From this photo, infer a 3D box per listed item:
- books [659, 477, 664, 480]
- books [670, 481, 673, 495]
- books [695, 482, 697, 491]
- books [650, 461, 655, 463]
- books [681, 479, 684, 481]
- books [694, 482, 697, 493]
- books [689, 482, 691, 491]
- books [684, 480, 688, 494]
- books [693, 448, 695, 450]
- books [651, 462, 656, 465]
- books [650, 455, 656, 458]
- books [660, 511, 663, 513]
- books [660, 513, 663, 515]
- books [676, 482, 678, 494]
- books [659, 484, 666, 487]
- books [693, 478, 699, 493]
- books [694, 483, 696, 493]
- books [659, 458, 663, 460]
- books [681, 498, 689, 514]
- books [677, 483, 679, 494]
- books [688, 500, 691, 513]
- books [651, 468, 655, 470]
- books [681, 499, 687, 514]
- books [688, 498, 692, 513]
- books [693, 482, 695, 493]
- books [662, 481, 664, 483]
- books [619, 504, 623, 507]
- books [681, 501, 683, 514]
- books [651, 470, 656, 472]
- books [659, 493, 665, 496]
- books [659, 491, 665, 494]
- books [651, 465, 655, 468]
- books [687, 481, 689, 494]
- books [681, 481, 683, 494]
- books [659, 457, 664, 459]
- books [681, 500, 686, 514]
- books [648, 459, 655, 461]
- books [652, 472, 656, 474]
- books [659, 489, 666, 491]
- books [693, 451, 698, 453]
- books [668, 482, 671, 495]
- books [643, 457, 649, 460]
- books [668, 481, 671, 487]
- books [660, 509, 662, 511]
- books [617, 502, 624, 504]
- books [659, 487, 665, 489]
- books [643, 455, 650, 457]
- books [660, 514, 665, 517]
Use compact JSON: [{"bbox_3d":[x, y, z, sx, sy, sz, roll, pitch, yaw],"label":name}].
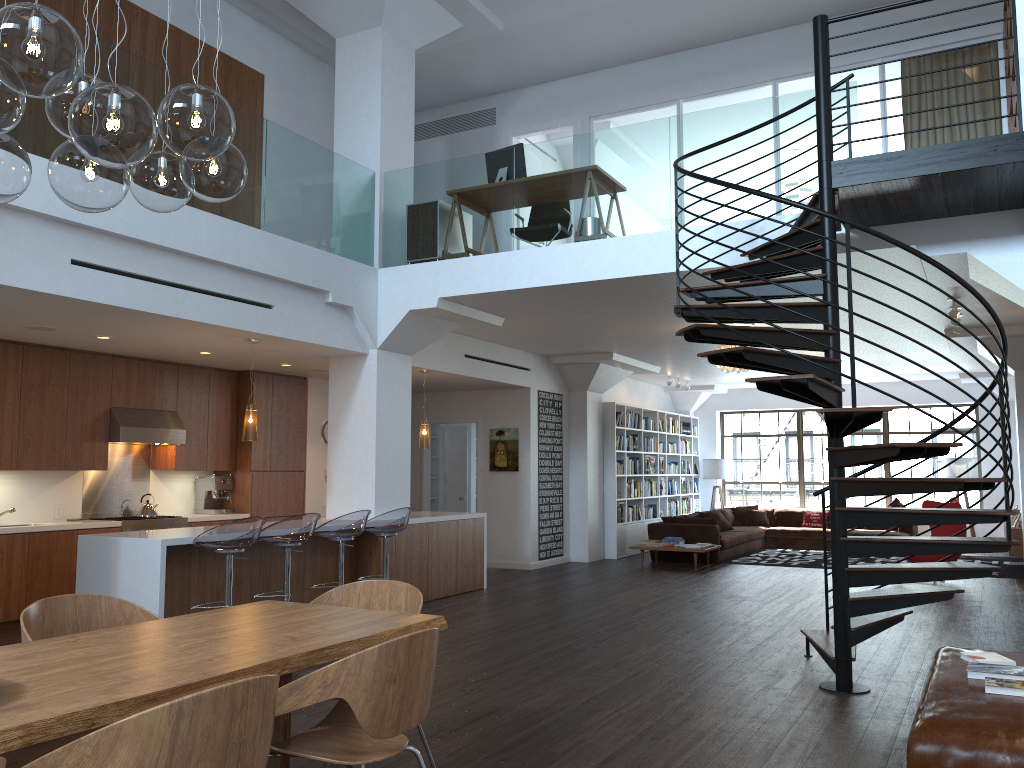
[{"bbox_3d":[2.599,1.684,15.781,0.185,0.041,0.129,-5,-8,42],"label":"books"},{"bbox_3d":[2.829,1.893,16.150,0.182,0.253,0.098,-3,-6,28],"label":"books"},{"bbox_3d":[3.563,2.050,17.523,0.161,0.213,0.146,-3,-6,28],"label":"books"},{"bbox_3d":[2.380,1.352,15.433,0.161,0.033,0.223,-3,-6,28],"label":"books"},{"bbox_3d":[3.130,1.812,16.763,0.223,0.031,0.161,-3,-6,28],"label":"books"},{"bbox_3d":[3.545,2.044,17.476,0.161,0.213,0.118,-3,-6,28],"label":"books"},{"bbox_3d":[3.378,2.008,17.192,0.168,0.228,0.139,-3,-6,28],"label":"books"},{"bbox_3d":[3.273,1.976,16.997,0.183,0.253,0.042,-3,-6,28],"label":"books"},{"bbox_3d":[3.496,1.288,17.543,0.144,0.025,0.204,3,-7,-32],"label":"books"},{"bbox_3d":[2.383,1.387,15.421,0.183,0.042,0.253,-3,-6,28],"label":"books"},{"bbox_3d":[2.397,1.264,15.445,0.129,0.043,0.185,-5,-8,42],"label":"books"},{"bbox_3d":[2.533,2.263,15.731,0.254,0.032,0.174,-4,-7,33],"label":"books"},{"bbox_3d":[2.536,2.296,15.723,0.284,0.033,0.197,-1,-6,13],"label":"books"},{"bbox_3d":[2.985,1.926,16.463,0.159,0.248,0.089,-3,-6,28],"label":"books"},{"bbox_3d":[2.586,1.805,15.784,0.253,0.040,0.183,-3,-6,28],"label":"books"},{"bbox_3d":[3.613,2.018,17.615,0.176,0.290,0.053,-3,-6,28],"label":"books"},{"bbox_3d":[3.522,2.038,17.445,0.161,0.218,0.101,-3,-6,28],"label":"books"},{"bbox_3d":[2.552,1.337,15.730,0.223,0.031,0.161,-3,-6,28],"label":"books"},{"bbox_3d":[3.310,2.333,16.997,0.140,0.298,0.044,-3,-6,28],"label":"books"},{"bbox_3d":[3.006,1.942,16.485,0.161,0.222,0.084,-3,-6,28],"label":"books"},{"bbox_3d":[3.358,2.371,17.123,0.171,0.246,0.057,-3,-6,28],"label":"books"},{"bbox_3d":[2.359,1.473,15.414,0.180,0.042,0.259,-3,-6,28],"label":"books"},{"bbox_3d":[3.230,2.331,16.912,0.198,0.284,0.066,-3,-6,28],"label":"books"},{"bbox_3d":[3.395,2.356,17.199,0.176,0.290,0.053,-3,-6,28],"label":"books"},{"bbox_3d":[3.498,2.024,17.389,0.172,0.235,0.112,-3,-6,28],"label":"books"},{"bbox_3d":[2.609,1.741,15.769,0.161,0.026,0.223,-2,-6,18],"label":"books"},{"bbox_3d":[1.628,1.904,13.930,0.174,0.045,0.240,-2,-6,18],"label":"books"},{"bbox_3d":[3.128,2.325,16.695,0.183,0.253,0.036,-3,-6,28],"label":"books"},{"bbox_3d":[2.382,1.512,15.402,0.160,0.039,0.251,-4,-7,33],"label":"books"},{"bbox_3d":[2.581,1.963,15.765,0.246,0.038,0.171,-3,-6,28],"label":"books"},{"bbox_3d":[2.580,1.926,15.772,0.251,0.037,0.160,-4,-7,33],"label":"books"},{"bbox_3d":[2.378,1.430,15.424,0.168,0.045,0.231,-2,-6,23],"label":"books"},{"bbox_3d":[3.320,1.986,17.086,0.160,0.251,0.039,-3,-6,28],"label":"books"},{"bbox_3d":[3.139,1.950,16.736,0.174,0.251,0.051,-3,-6,28],"label":"books"},{"bbox_3d":[2.556,1.308,15.741,0.224,0.030,0.161,-4,-7,38],"label":"books"},{"bbox_3d":[3.217,2.340,16.852,0.183,0.253,0.037,-3,-6,28],"label":"books"},{"bbox_3d":[2.378,1.326,15.464,0.223,0.027,0.161,-2,-6,18],"label":"books"},{"bbox_3d":[2.386,1.551,15.399,0.171,0.039,0.246,-3,-6,28],"label":"books"},{"bbox_3d":[2.588,1.890,15.799,0.259,0.040,0.180,-3,-6,28],"label":"books"},{"bbox_3d":[3.497,1.349,17.538,0.284,0.033,0.197,-5,-8,43],"label":"books"},{"bbox_3d":[2.784,1.890,16.075,0.174,0.243,0.085,-3,-6,28],"label":"books"},{"bbox_3d":[2.210,1.262,15.081,0.174,0.045,0.240,-3,-6,28],"label":"books"},{"bbox_3d":[2.797,1.888,16.114,0.182,0.255,0.077,-3,-6,28],"label":"books"},{"bbox_3d":[2.536,2.235,15.730,0.204,0.025,0.144,-3,-6,28],"label":"books"},{"bbox_3d":[1.625,1.865,13.910,0.223,0.027,0.161,-4,-7,37],"label":"books"},{"bbox_3d":[2.594,1.846,15.785,0.231,0.044,0.168,-2,-6,23],"label":"books"},{"bbox_3d":[2.207,1.224,15.061,0.223,0.027,0.161,-4,-7,37],"label":"books"},{"bbox_3d":[2.536,2.330,15.719,0.284,0.035,0.197,-3,-6,28],"label":"books"}]
